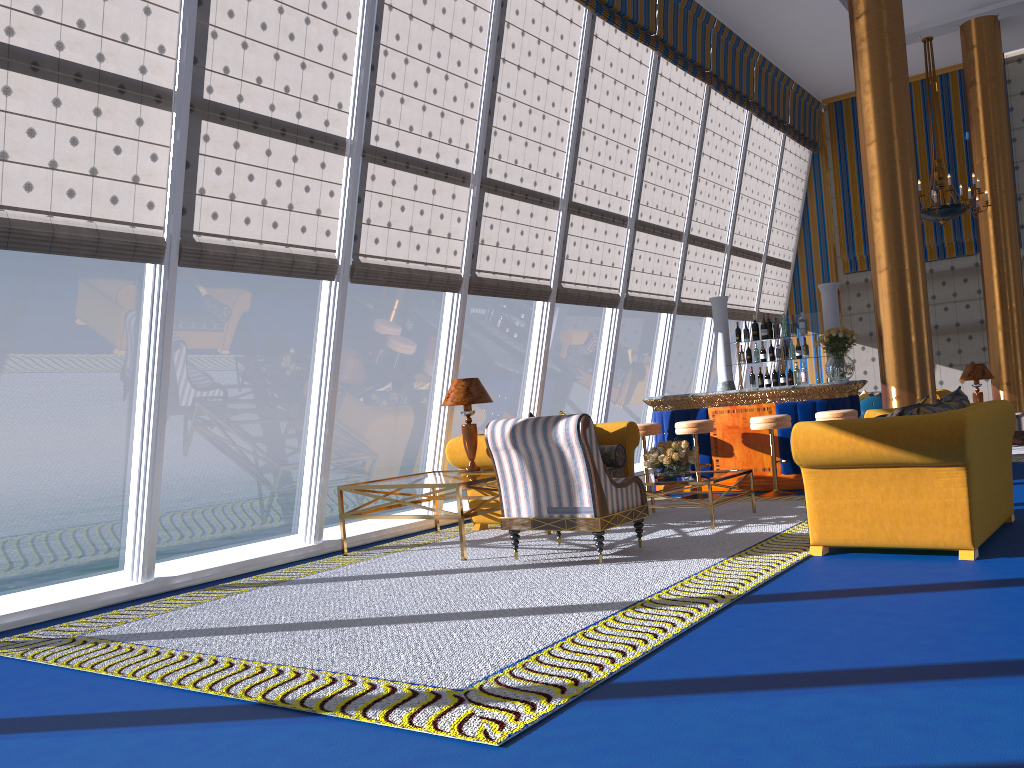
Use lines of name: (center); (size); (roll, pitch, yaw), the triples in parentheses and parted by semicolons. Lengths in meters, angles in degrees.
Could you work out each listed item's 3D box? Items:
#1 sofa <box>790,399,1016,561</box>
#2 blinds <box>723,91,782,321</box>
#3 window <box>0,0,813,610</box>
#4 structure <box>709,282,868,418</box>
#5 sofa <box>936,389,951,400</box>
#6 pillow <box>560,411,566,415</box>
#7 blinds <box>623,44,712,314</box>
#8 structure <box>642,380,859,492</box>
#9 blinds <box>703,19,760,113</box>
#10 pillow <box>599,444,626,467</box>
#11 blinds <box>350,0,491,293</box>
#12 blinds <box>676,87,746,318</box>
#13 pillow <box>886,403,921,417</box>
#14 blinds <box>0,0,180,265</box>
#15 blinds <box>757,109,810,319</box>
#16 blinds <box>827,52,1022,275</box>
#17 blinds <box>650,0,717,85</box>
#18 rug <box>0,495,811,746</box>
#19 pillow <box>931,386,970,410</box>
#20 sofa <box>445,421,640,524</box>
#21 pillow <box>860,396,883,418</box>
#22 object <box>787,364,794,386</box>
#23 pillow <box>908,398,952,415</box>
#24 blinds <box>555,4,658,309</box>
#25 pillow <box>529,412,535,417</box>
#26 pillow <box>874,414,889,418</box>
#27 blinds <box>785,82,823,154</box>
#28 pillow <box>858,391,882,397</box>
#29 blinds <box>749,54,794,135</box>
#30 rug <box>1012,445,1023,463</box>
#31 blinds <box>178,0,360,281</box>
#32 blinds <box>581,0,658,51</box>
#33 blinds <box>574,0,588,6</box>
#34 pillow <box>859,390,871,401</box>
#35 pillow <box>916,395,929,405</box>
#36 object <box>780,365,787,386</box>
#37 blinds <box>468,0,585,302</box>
sofa: (2.645, 0.582, 5.831); (1.001, 0.854, 1.866); (-6, -2, 37)
blinds: (3.722, -2.714, 13.585); (0.866, 3.393, 1.378); (-5, -1, 35)
window: (0.474, -1.661, 9.381); (1.603, 5.854, 15.616); (-5, -2, 35)
structure: (2.982, 0.012, 10.501); (2.293, 2.195, 0.776); (-5, -1, 26)
sofa: (5.511, 0.562, 13.171); (1.829, 0.854, 1.021); (-6, -2, 37)
pillow: (0.614, 0.537, 8.464); (0.582, 0.583, 0.326); (-4, -1, -35)
blinds: (1.965, -2.644, 11.099); (0.866, 3.393, 1.378); (-5, -1, 35)
structure: (2.544, 0.586, 9.507); (2.294, 1.065, 0.775); (-5, -1, 24)
blinds: (2.951, -4.231, 11.991); (0.335, 0.830, 1.539); (-5, -2, 35)
pillow: (0.882, 0.691, 8.513); (0.369, 0.219, 0.217); (-6, -2, 35)
blinds: (-0.669, -2.540, 7.370); (0.866, 3.393, 1.378); (-5, -1, 35)
blinds: (2.823, -2.679, 12.312); (0.866, 3.393, 1.378); (-5, -1, 35)
pillow: (2.379, 0.366, 5.606); (0.324, 0.456, 0.527); (-5, -2, 35)
blinds: (-2.417, -2.470, 4.897); (0.866, 3.393, 1.378); (-5, -1, 35)
blinds: (4.587, -2.749, 14.808); (0.866, 3.393, 1.378); (-5, -1, 35)
blinds: (6.529, -3.429, 14.212); (2.635, 2.989, 0.153); (-5, -1, 35)
blinds: (2.052, -4.195, 10.718); (0.335, 0.830, 1.539); (-5, -2, 35)
rug: (0.302, 1.205, 6.352); (3.558, 0.010, 6.317); (-6, -2, 35)
pillow: (2.887, 0.363, 5.991); (0.350, 0.672, 0.607); (-6, -2, 43)
sofa: (0.358, 0.824, 8.282); (0.992, 0.854, 1.864); (-6, -2, 35)
pillow: (5.298, 0.366, 12.976); (0.461, 0.367, 0.390); (-4, -1, -4)
object: (3.212, -0.105, 10.236); (0.065, 0.244, 0.066); (-5, -1, 16)
pillow: (2.551, 0.407, 5.499); (0.336, 0.610, 0.620); (-6, -2, 40)
blinds: (1.074, -2.609, 9.837); (0.866, 3.393, 1.378); (-5, -1, 35)
pillow: (0.297, 0.554, 8.017); (0.278, 0.619, 0.697); (-5, -1, 33)
pillow: (2.436, 0.396, 6.027); (0.391, 0.367, 0.459); (-4, -1, -4)
blinds: (4.747, -4.302, 14.533); (0.335, 0.830, 1.539); (-5, -2, 35)
pillow: (5.345, 0.379, 13.429); (0.594, 0.672, 0.358); (-6, -2, 43)
blinds: (3.848, -4.267, 13.261); (0.335, 0.830, 1.539); (-5, -2, 35)
rug: (5.850, 0.921, 12.015); (6.197, 0.011, 3.628); (-6, -2, 35)
blinds: (-1.560, -2.504, 6.110); (0.866, 3.393, 1.378); (-5, -1, 35)
blinds: (1.152, -4.159, 9.445); (0.335, 0.830, 1.539); (-5, -2, 35)
blinds: (0.256, -4.124, 8.176); (0.335, 0.830, 1.539); (-5, -2, 35)
pillow: (5.288, 0.334, 13.275); (0.605, 0.491, 0.234); (-6, -2, 40)
pillow: (2.730, 0.331, 6.041); (0.229, 0.491, 0.617); (-6, -2, 40)
object: (3.133, -0.101, 10.265); (0.068, 0.244, 0.069); (-5, -1, 16)
blinds: (0.200, -2.574, 8.601); (0.866, 3.393, 1.378); (-5, -1, 35)
